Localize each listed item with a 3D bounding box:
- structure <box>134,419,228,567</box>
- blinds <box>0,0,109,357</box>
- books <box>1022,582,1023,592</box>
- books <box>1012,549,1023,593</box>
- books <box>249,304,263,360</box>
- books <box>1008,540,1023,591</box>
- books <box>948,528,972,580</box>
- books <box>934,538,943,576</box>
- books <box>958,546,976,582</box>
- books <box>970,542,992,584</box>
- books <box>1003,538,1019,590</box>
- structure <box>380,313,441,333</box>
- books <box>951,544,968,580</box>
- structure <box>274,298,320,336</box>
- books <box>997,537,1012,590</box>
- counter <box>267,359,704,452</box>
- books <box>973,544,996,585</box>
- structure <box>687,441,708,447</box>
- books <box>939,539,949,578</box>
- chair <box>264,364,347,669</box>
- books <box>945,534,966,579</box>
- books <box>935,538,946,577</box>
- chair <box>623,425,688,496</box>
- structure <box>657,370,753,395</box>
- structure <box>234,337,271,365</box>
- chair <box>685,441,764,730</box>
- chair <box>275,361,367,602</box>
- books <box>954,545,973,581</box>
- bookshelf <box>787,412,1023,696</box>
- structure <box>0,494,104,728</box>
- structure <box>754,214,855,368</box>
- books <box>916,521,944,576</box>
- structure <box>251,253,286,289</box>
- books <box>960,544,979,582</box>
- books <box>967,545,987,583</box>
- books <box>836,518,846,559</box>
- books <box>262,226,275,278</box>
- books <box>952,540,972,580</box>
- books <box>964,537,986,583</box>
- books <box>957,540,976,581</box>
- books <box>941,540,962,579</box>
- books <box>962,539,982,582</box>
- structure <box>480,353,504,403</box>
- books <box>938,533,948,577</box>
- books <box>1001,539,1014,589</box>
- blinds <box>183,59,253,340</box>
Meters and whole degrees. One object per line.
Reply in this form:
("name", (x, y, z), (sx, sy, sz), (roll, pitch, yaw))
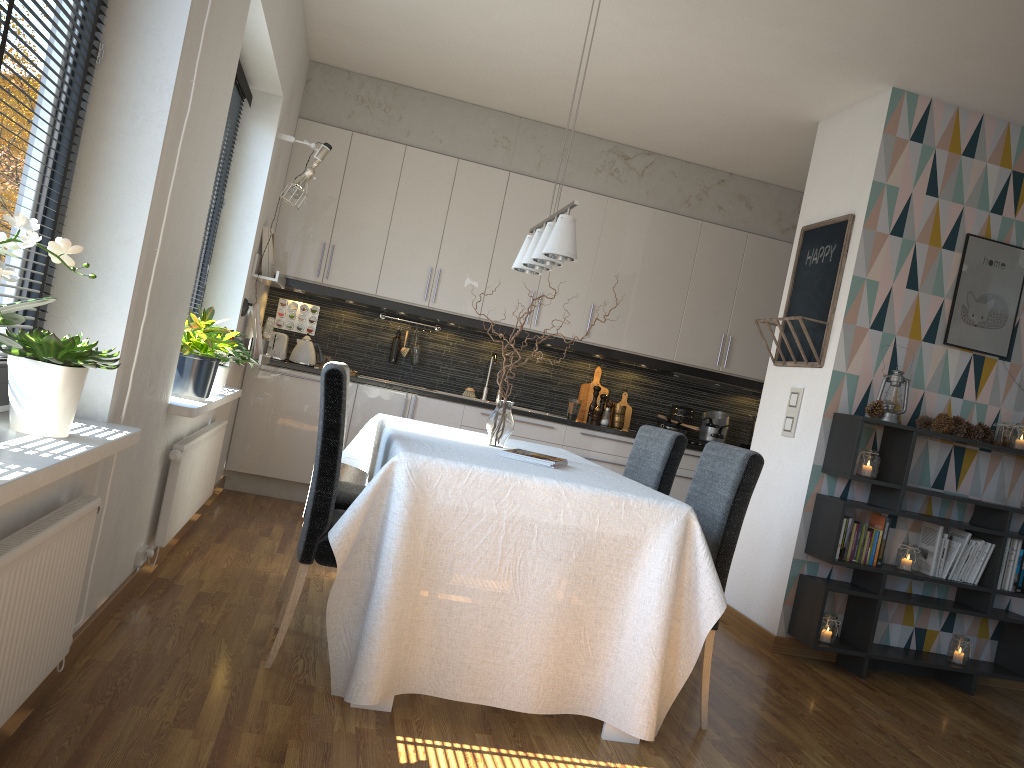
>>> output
("structure", (-1.413, 0.435, 3.904), (0.078, 0.459, 1.456), (12, 0, -10))
("blinds", (-1.010, -0.730, 1.953), (0.049, 1.422, 0.710), (12, 1, -11))
("books", (2.510, 0.945, 4.355), (0.067, 0.149, 0.097), (12, 1, -11))
("books", (2.462, 0.910, 4.360), (0.038, 0.212, 0.128), (12, 1, -11))
("books", (-1.488, -0.301, 5.141), (0.138, 0.330, 0.283), (12, 0, -13))
("books", (2.434, 0.877, 4.388), (0.015, 0.264, 0.167), (12, 1, -11))
("books", (2.142, 0.827, 4.326), (0.081, 0.242, 0.130), (12, 1, -11))
("books", (2.040, 0.832, 4.325), (0.011, 0.189, 0.119), (12, 1, -11))
("books", (2.183, 0.864, 4.330), (0.058, 0.184, 0.119), (12, 1, -11))
("books", (2.258, 0.866, 4.353), (0.067, 0.210, 0.135), (12, 1, -11))
("books", (2.419, 0.873, 4.394), (0.015, 0.264, 0.167), (12, 1, -11))
("structure", (-0.719, -0.423, 6.277), (0.443, 0.081, 0.067), (12, 0, -11))
("books", (2.143, 0.856, 4.327), (0.058, 0.185, 0.119), (12, 1, -11))
("structure", (-1.489, -0.465, 6.139), (0.279, 0.209, 0.045), (12, 1, -11))
("books", (2.351, 0.858, 4.351), (0.048, 0.265, 0.161), (12, 1, -11))
("counter", (0.308, 0.323, 6.238), (4.252, 0.192, 0.622), (12, 0, -11))
("books", (2.272, 0.870, 4.343), (0.067, 0.210, 0.135), (12, 1, -11))
("structure", (1.346, 0.424, 6.431), (0.662, 0.041, 0.500), (12, 0, -11))
("books", (2.071, 0.838, 4.327), (0.010, 0.189, 0.119), (12, 1, -11))
("chair", (-0.461, 0.452, 2.998), (0.545, 0.960, 0.461), (12, 1, -11))
("books", (2.122, 0.839, 4.315), (0.063, 0.207, 0.118), (12, 1, -11))
("books", (2.052, 0.833, 4.321), (0.011, 0.190, 0.119), (12, 1, -11))
("chair", (0.354, 0.622, 3.879), (0.545, 0.960, 0.461), (12, 1, -11))
("structure", (1.429, -0.060, 6.558), (0.624, 0.148, 0.362), (12, 0, -11))
("structure", (-1.511, -0.193, 5.205), (0.147, 0.129, 0.594), (12, 0, -11))
("chair", (0.486, 0.648, 3.189), (0.545, 0.960, 0.461), (12, 1, -6))
("chair", (-0.593, 0.426, 3.688), (0.545, 0.960, 0.461), (12, 1, -6))
("books", (2.165, 0.860, 4.325), (0.058, 0.185, 0.119), (12, 1, -11))
("bookshelf", (2.032, 0.848, 4.305), (1.190, 1.201, 0.237), (12, 1, -11))
("structure", (-0.983, 0.520, 1.654), (0.078, 0.459, 1.456), (12, 0, -12))
("structure", (1.482, -0.485, 4.594), (0.185, 0.775, 0.495), (12, 1, -11))
("books", (2.030, 0.801, 4.322), (0.021, 0.246, 0.130), (12, 1, -11))
("structure", (-1.415, -0.656, 5.199), (0.147, 0.129, 0.594), (12, 0, -11))
("books", (2.194, 0.863, 4.339), (0.063, 0.192, 0.124), (12, 1, -11))
("books", (2.241, 0.869, 4.354), (0.067, 0.200, 0.129), (12, 1, -11))
("books", (1.524, 0.722, 4.213), (0.025, 0.195, 0.126), (12, 1, -11))
("books", (-1.413, -0.748, 5.182), (0.109, 0.299, 0.364), (12, 0, -11))
("books", (2.157, 0.846, 4.341), (0.067, 0.210, 0.135), (12, 1, -11))
("books", (2.227, 0.857, 4.355), (0.077, 0.217, 0.134), (12, 1, -11))
("books", (2.178, 0.852, 4.333), (0.063, 0.207, 0.118), (12, 1, -11))
("books", (2.106, 0.849, 4.315), (0.058, 0.184, 0.119), (12, 1, -11))
("books", (2.209, 0.857, 4.352), (0.067, 0.210, 0.135), (12, 1, -11))
("structure", (-0.100, -0.038, 6.342), (0.167, 0.347, 0.195), (11, 1, -19))
("books", (2.063, 0.825, 4.329), (0.010, 0.212, 0.118), (12, 1, -11))
("books", (2.398, 0.876, 4.404), (0.019, 0.250, 0.159), (12, 1, -11))
("blinds", (-1.462, -0.819, 4.320), (0.049, 1.422, 0.710), (12, 1, -11))
